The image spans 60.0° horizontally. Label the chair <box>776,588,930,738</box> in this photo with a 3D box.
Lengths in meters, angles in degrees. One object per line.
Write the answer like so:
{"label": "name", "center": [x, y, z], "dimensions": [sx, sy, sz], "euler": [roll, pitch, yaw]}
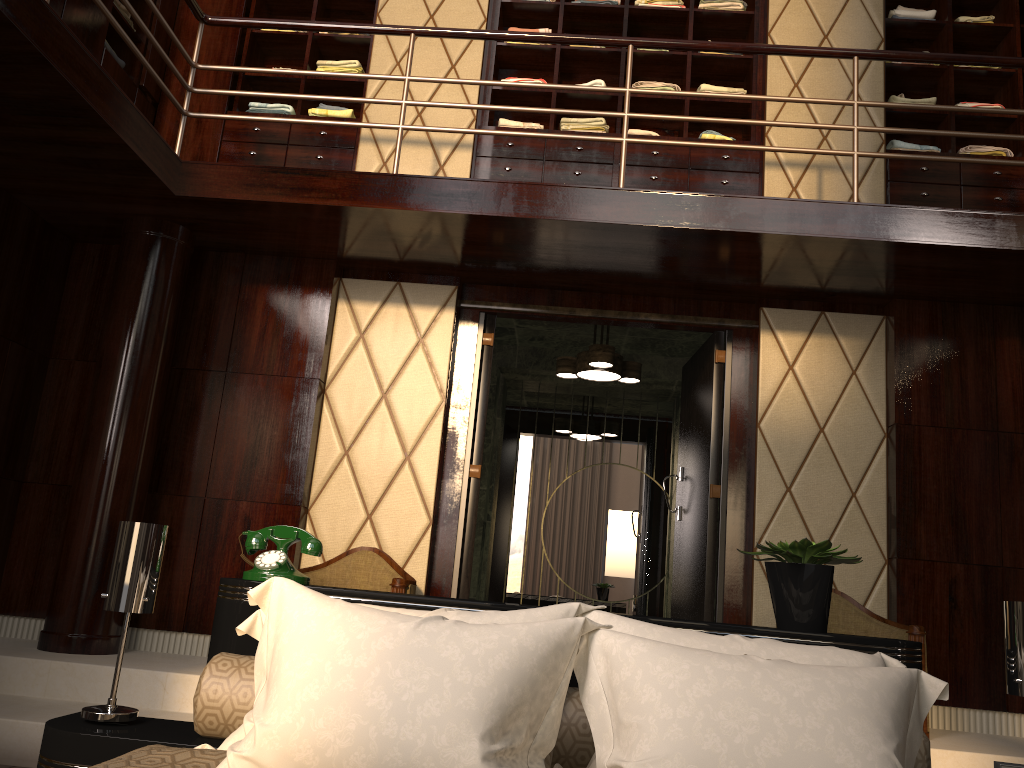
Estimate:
{"label": "chair", "center": [1.367, 1.123, 3.673], "dimensions": [0.571, 0.550, 0.462], "euler": [4, -13, 4]}

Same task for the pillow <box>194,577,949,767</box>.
{"label": "pillow", "center": [0.085, 0.516, 1.425], "dimensions": [1.322, 0.320, 0.685], "euler": [4, -13, 5]}

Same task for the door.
{"label": "door", "center": [0.345, 0.633, 4.704], "dimensions": [1.435, 1.820, 0.828], "euler": [5, -13, 2]}

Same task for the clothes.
{"label": "clothes", "center": [0.178, -1.777, 4.965], "dimensions": [4.996, 0.954, 0.818], "euler": [6, -13, -3]}

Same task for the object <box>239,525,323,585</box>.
{"label": "object", "center": [-0.544, 0.397, 2.078], "dimensions": [0.158, 0.131, 0.178], "euler": [14, -16, -33]}

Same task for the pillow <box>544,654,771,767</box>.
{"label": "pillow", "center": [0.107, 0.537, 1.393], "dimensions": [1.123, 0.271, 0.293], "euler": [4, -13, 4]}

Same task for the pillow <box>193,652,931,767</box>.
{"label": "pillow", "center": [0.082, 0.665, 1.714], "dimensions": [1.396, 0.167, 0.173], "euler": [4, -13, 4]}

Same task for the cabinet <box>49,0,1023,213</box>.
{"label": "cabinet", "center": [0.574, -1.875, 4.227], "dimensions": [6.767, 2.432, 2.576], "euler": [4, -13, 4]}

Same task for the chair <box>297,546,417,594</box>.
{"label": "chair", "center": [-0.694, 0.965, 3.805], "dimensions": [0.571, 0.550, 0.462], "euler": [4, -13, 4]}

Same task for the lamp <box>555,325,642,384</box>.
{"label": "lamp", "center": [0.479, -0.212, 5.260], "dimensions": [0.467, 0.347, 0.515], "euler": [-3, -16, 33]}

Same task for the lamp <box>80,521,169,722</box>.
{"label": "lamp", "center": [-0.786, 0.479, 1.815], "dimensions": [0.106, 0.385, 0.109], "euler": [3, -13, 11]}

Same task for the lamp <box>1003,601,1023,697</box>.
{"label": "lamp", "center": [1.021, 0.626, 1.733], "dimensions": [0.106, 0.385, 0.109], "euler": [3, -13, 11]}

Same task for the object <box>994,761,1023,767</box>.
{"label": "object", "center": [0.905, 0.736, 1.586], "dimensions": [0.088, 0.103, 0.034], "euler": [2, -13, 12]}

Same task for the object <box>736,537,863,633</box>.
{"label": "object", "center": [0.655, 0.453, 2.007], "dimensions": [0.256, 0.205, 0.241], "euler": [9, -13, -14]}

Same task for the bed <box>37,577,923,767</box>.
{"label": "bed", "center": [0.037, 0.582, 0.888], "dimensions": [1.985, 0.660, 2.381], "euler": [4, -13, 4]}

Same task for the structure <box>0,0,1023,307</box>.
{"label": "structure", "center": [0.348, -0.304, 2.565], "dimensions": [6.107, 3.189, 3.750], "euler": [4, -13, 4]}
